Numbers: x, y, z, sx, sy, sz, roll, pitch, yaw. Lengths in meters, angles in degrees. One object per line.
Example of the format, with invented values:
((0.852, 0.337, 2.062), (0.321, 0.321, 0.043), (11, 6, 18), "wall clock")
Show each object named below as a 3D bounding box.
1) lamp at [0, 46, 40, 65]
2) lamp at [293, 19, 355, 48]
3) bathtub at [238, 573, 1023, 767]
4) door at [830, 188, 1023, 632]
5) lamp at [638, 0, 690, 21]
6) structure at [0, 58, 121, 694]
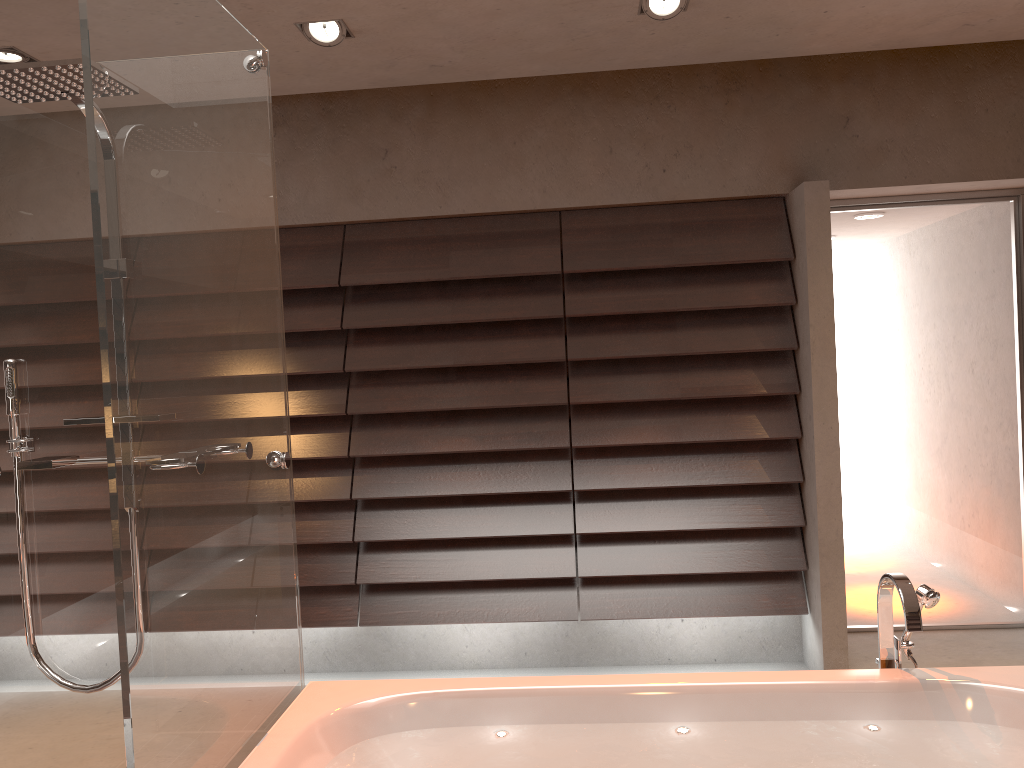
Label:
((-1.782, -1.174, 3.120), (0.165, 0.051, 0.170), (-3, 2, 5), "lamp")
((-0.640, -1.223, 3.029), (0.165, 0.110, 0.170), (-3, 2, 5), "lamp")
((0.422, 0.892, 1.932), (2.000, 0.761, 0.994), (-3, 2, 5), "bathtub")
((1.866, 0.140, 4.092), (1.007, 2.000, 0.090), (-3, 2, 5), "door")
((0.504, -1.278, 2.939), (0.165, 0.110, 0.170), (-3, 2, 5), "lamp")
((-1.113, 0.059, 2.220), (0.575, 1.578, 0.385), (-3, 2, 5), "structure")
